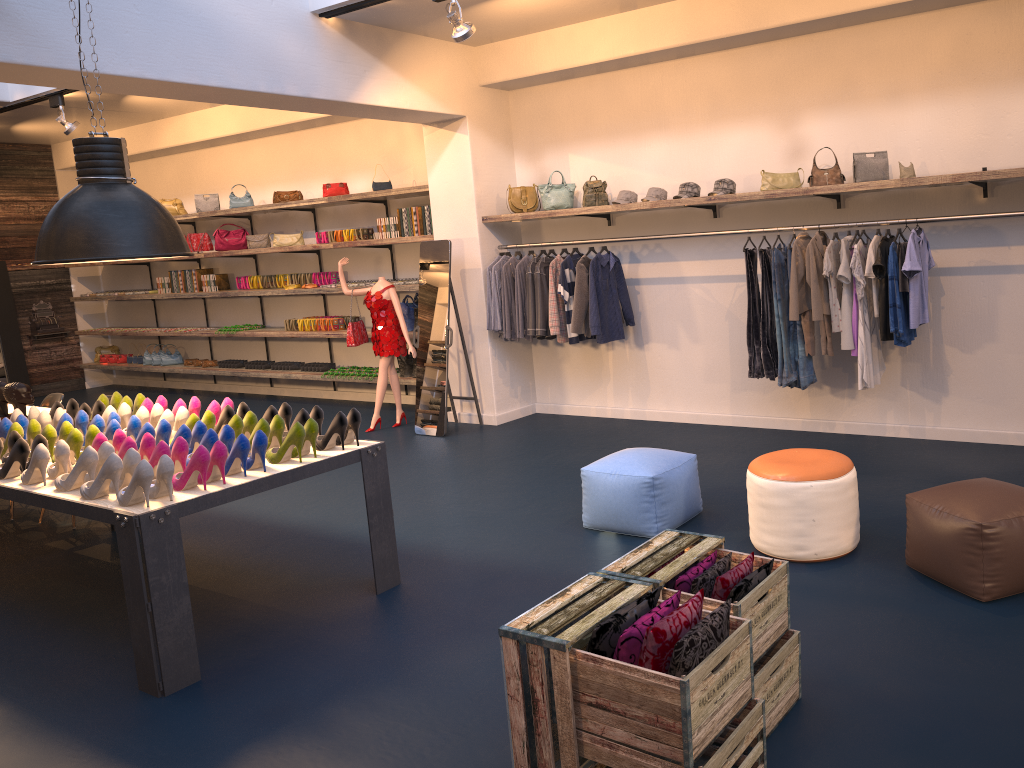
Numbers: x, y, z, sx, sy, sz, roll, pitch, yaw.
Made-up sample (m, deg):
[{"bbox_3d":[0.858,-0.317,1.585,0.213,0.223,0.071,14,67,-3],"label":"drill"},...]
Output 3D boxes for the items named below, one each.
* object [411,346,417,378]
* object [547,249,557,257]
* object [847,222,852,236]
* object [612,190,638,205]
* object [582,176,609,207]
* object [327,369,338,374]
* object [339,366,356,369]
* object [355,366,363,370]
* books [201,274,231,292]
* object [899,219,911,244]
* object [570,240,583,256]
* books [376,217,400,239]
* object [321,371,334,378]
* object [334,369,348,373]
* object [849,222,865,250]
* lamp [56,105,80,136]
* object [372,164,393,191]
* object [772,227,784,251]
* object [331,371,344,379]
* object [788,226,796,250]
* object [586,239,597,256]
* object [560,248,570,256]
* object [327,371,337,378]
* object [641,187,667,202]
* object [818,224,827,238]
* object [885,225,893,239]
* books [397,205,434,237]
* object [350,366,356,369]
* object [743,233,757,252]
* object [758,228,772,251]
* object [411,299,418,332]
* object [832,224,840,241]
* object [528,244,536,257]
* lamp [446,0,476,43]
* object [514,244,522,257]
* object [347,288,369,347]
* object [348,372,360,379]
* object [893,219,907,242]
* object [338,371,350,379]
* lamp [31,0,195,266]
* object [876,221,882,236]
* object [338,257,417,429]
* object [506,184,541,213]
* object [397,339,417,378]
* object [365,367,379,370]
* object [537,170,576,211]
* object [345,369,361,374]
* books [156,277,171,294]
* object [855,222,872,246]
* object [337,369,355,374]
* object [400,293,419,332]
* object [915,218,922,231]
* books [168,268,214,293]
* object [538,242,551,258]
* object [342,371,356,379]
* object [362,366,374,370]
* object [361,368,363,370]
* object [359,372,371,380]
[{"bbox_3d":[-0.922,-0.247,9.069,0.199,0.337,0.410,2,10,44],"label":"object"},{"bbox_3d":[0.360,-1.178,7.864,0.009,0.218,0.468,0,9,38],"label":"object"},{"bbox_3d":[2.480,-1.091,6.385,0.011,0.196,0.327,0,9,39],"label":"object"},{"bbox_3d":[0.969,-1.608,7.480,0.252,0.125,0.176,-7,8,-17],"label":"object"},{"bbox_3d":[0.700,-1.706,7.716,0.266,0.282,0.342,-10,9,-35],"label":"object"},{"bbox_3d":[-1.974,-0.148,9.689,0.076,0.063,0.258,3,11,42],"label":"object"},{"bbox_3d":[-1.880,-0.179,9.846,0.250,0.053,0.080,-8,9,-23],"label":"object"},{"bbox_3d":[-1.723,-0.171,9.736,0.082,0.072,0.246,-2,9,17],"label":"object"},{"bbox_3d":[-3.743,-1.278,10.959,0.304,0.212,0.197,2,9,35],"label":"books"},{"bbox_3d":[2.801,-1.083,6.160,0.016,0.178,0.441,0,9,39],"label":"object"},{"bbox_3d":[0.566,-1.173,7.739,0.009,0.218,0.468,0,9,38],"label":"object"},{"bbox_3d":[-1.217,-1.612,8.963,0.293,0.209,0.195,2,10,37],"label":"books"},{"bbox_3d":[-2.046,-0.111,9.667,0.077,0.057,0.253,1,10,34],"label":"object"},{"bbox_3d":[-1.883,-0.149,9.662,0.076,0.067,0.258,3,11,44],"label":"object"},{"bbox_3d":[2.530,-1.089,6.357,0.013,0.196,0.392,0,9,38],"label":"object"},{"bbox_3d":[-4.570,-2.691,8.915,0.249,0.326,0.176,-6,7,-10],"label":"lamp"},{"bbox_3d":[-1.342,-2.115,8.911,0.214,0.278,0.055,-7,7,-23],"label":"object"},{"bbox_3d":[2.054,-1.121,6.686,0.013,0.176,0.252,0,9,38],"label":"object"},{"bbox_3d":[-1.909,-0.104,9.564,0.077,0.057,0.253,1,10,34],"label":"object"},{"bbox_3d":[2.153,-1.117,6.617,0.013,0.176,0.252,0,9,38],"label":"object"},{"bbox_3d":[0.701,-1.163,7.633,0.009,0.218,0.468,0,9,38],"label":"object"},{"bbox_3d":[0.472,-1.177,7.803,0.009,0.218,0.468,0,9,38],"label":"object"},{"bbox_3d":[-1.970,-0.109,9.624,0.077,0.057,0.253,1,10,34],"label":"object"},{"bbox_3d":[1.196,-1.598,7.321,0.252,0.125,0.176,-7,8,-17],"label":"object"},{"bbox_3d":[2.306,-1.107,6.503,0.016,0.178,0.441,0,9,40],"label":"object"},{"bbox_3d":[2.701,-1.071,6.237,0.009,0.218,0.469,0,9,40],"label":"object"},{"bbox_3d":[-0.839,-1.641,8.734,0.592,0.286,0.259,2,9,34],"label":"books"},{"bbox_3d":[-1.770,-0.177,9.804,0.078,0.074,0.250,-1,9,25],"label":"object"},{"bbox_3d":[1.864,-1.130,6.818,0.013,0.176,0.252,0,9,38],"label":"object"},{"bbox_3d":[1.963,-1.125,6.749,0.013,0.176,0.252,0,9,38],"label":"object"},{"bbox_3d":[-0.894,-0.720,8.955,0.199,0.337,0.410,2,10,44],"label":"object"},{"bbox_3d":[2.403,-1.084,6.444,0.009,0.218,0.468,0,9,38],"label":"object"},{"bbox_3d":[0.179,-1.187,7.991,0.009,0.218,0.468,0,9,38],"label":"object"},{"bbox_3d":[-0.377,-2.498,5.993,0.258,0.326,0.169,-8,7,-25],"label":"lamp"},{"bbox_3d":[0.056,-1.192,8.076,0.009,0.218,0.468,0,9,38],"label":"object"},{"bbox_3d":[-1.506,-0.649,8.360,0.087,0.550,0.332,-3,7,16],"label":"object"},{"bbox_3d":[-1.709,-0.096,9.433,0.077,0.057,0.253,1,10,34],"label":"object"},{"bbox_3d":[2.764,-1.068,6.193,0.009,0.218,0.468,0,9,39],"label":"object"},{"bbox_3d":[-1.832,-0.103,9.528,0.077,0.057,0.253,1,10,34],"label":"object"},{"bbox_3d":[-2.058,-1.428,4.262,0.653,1.637,0.751,-1,7,29],"label":"lamp"},{"bbox_3d":[2.647,-1.083,6.271,0.008,0.196,0.421,0,9,39],"label":"object"},{"bbox_3d":[-1.217,-0.403,8.340,0.722,1.655,0.359,-3,6,13],"label":"object"},{"bbox_3d":[0.118,-1.722,8.085,0.342,0.282,0.191,-8,8,-25],"label":"object"},{"bbox_3d":[-1.046,-0.281,9.171,0.410,0.388,0.164,-10,9,-39],"label":"object"},{"bbox_3d":[-1.542,-0.163,9.612,0.250,0.053,0.080,-8,9,-23],"label":"object"},{"bbox_3d":[0.415,-1.768,7.937,0.388,0.365,0.167,-7,7,-18],"label":"object"},{"bbox_3d":[-1.744,-0.143,9.565,0.078,0.067,0.258,3,11,44],"label":"object"},{"bbox_3d":[-4.507,-1.305,11.434,0.293,0.209,0.195,2,10,37],"label":"books"},{"bbox_3d":[2.564,-1.098,6.332,0.013,0.176,0.392,0,9,38],"label":"object"},{"bbox_3d":[-1.835,-0.142,9.594,0.078,0.063,0.257,4,11,44],"label":"object"},{"bbox_3d":[-1.019,-0.755,9.056,0.410,0.388,0.164,-10,9,-39],"label":"object"},{"bbox_3d":[2.860,-1.082,6.121,0.016,0.178,0.441,0,9,39],"label":"object"},{"bbox_3d":[-4.129,-1.333,11.205,0.592,0.286,0.259,2,9,34],"label":"books"},{"bbox_3d":[0.285,-1.181,7.916,0.009,0.218,0.468,0,9,38],"label":"object"},{"bbox_3d":[-1.771,-0.098,9.468,0.077,0.057,0.253,1,10,34],"label":"object"},{"bbox_3d":[-1.631,-0.173,9.708,0.081,0.067,0.247,-2,9,18],"label":"object"},{"bbox_3d":[-1.719,-0.133,9.670,0.077,0.057,0.253,1,10,34],"label":"object"},{"bbox_3d":[-1.572,-0.088,9.330,0.077,0.057,0.253,1,10,34],"label":"object"}]
